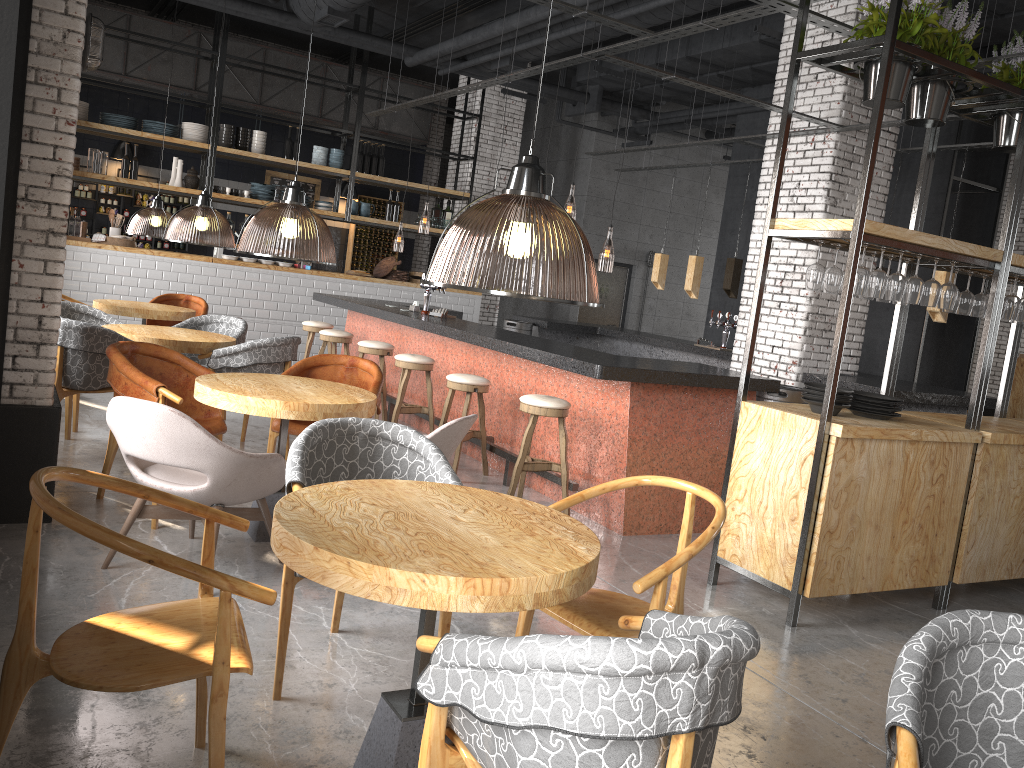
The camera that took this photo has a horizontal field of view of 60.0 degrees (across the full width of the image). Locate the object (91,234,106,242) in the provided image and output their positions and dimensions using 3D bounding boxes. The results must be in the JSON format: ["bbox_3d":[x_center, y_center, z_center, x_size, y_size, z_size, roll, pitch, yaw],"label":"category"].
[{"bbox_3d":[-4.951,-1.764,10.769,0.187,0.110,0.284,8,6,6],"label":"object"}]

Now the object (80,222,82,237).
[{"bbox_3d":[-5.258,-1.878,10.874,0.056,0.248,0.056,10,6,22],"label":"object"}]

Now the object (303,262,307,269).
[{"bbox_3d":[-2.787,-1.640,12.044,0.112,0.165,0.122,10,6,23],"label":"object"}]

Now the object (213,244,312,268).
[{"bbox_3d":[-3.380,-1.566,12.004,1.249,0.550,0.315,4,7,-30],"label":"object"}]

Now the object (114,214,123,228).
[{"bbox_3d":[-4.870,-1.916,10.934,0.137,0.369,0.033,10,6,26],"label":"object"}]

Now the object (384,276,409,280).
[{"bbox_3d":[-1.713,-1.550,12.875,0.458,0.019,0.407,7,7,-2],"label":"object"}]

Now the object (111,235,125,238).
[{"bbox_3d":[-4.799,-1.772,10.791,0.161,0.078,0.160,12,8,37],"label":"object"}]

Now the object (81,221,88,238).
[{"bbox_3d":[-5.173,-1.850,10.725,0.056,0.248,0.056,10,6,22],"label":"object"}]

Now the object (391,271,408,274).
[{"bbox_3d":[-1.700,-1.629,12.869,0.458,0.019,0.407,8,7,3],"label":"object"}]

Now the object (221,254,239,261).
[{"bbox_3d":[-3.647,-1.633,11.456,0.216,0.055,0.325,4,8,-30],"label":"object"}]

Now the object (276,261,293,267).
[{"bbox_3d":[-3.037,-1.593,11.806,0.216,0.060,0.325,4,8,-30],"label":"object"}]

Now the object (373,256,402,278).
[{"bbox_3d":[-1.797,-1.666,12.680,0.241,0.337,0.489,2,8,-44],"label":"object"}]

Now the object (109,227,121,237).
[{"bbox_3d":[-4.917,-1.832,10.979,0.129,0.204,0.129,8,6,5],"label":"object"}]

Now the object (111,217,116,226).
[{"bbox_3d":[-4.924,-1.898,10.952,0.052,0.328,0.072,9,6,15],"label":"object"}]

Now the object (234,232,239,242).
[{"bbox_3d":[-3.642,-1.928,11.695,0.080,0.163,0.032,11,6,31],"label":"object"}]

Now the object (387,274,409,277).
[{"bbox_3d":[-1.730,-1.582,12.842,0.406,0.019,0.459,6,7,-17],"label":"object"}]

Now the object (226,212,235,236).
[{"bbox_3d":[-3.753,-2.066,11.702,0.154,0.403,0.155,4,6,-31],"label":"object"}]

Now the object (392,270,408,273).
[{"bbox_3d":[-1.712,-1.646,12.856,0.407,0.019,0.458,10,7,16],"label":"object"}]

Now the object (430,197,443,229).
[{"bbox_3d":[-1.142,-2.625,13.495,0.156,0.553,0.106,5,6,-26],"label":"object"}]

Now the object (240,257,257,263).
[{"bbox_3d":[-3.440,-1.619,11.563,0.216,0.059,0.325,4,8,-30],"label":"object"}]

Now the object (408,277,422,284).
[{"bbox_3d":[-1.313,-1.525,13.061,0.437,0.097,0.438,7,7,-6],"label":"object"}]

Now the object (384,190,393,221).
[{"bbox_3d":[-1.809,-2.630,13.089,0.098,0.470,0.098,3,7,-42],"label":"object"}]

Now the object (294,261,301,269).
[{"bbox_3d":[-2.881,-1.638,11.924,0.122,0.165,0.112,8,6,3],"label":"object"}]

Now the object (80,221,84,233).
[{"bbox_3d":[-5.301,-1.893,10.949,0.056,0.248,0.056,10,6,22],"label":"object"}]

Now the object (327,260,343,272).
[{"bbox_3d":[-2.490,-1.665,12.427,0.170,0.168,0.181,13,8,39],"label":"object"}]

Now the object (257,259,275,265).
[{"bbox_3d":[-3.245,-1.607,11.703,0.216,0.055,0.325,4,8,-30],"label":"object"}]

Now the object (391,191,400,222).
[{"bbox_3d":[-1.716,-2.624,13.144,0.098,0.470,0.098,5,6,-23],"label":"object"}]

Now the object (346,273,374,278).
[{"bbox_3d":[-2.136,-1.536,12.543,0.407,0.019,0.459,9,7,11],"label":"object"}]

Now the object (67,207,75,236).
[{"bbox_3d":[-5.294,-1.932,10.651,0.070,0.367,0.107,4,6,-31],"label":"object"}]

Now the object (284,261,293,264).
[{"bbox_3d":[-2.958,-1.606,11.743,0.203,0.021,0.039,12,8,36],"label":"object"}]

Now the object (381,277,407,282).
[{"bbox_3d":[-1.713,-1.518,12.880,0.458,0.019,0.407,8,7,5],"label":"object"}]

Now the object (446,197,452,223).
[{"bbox_3d":[-0.985,-2.618,13.598,0.140,0.549,0.097,5,6,-26],"label":"object"}]

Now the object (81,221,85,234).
[{"bbox_3d":[-5.215,-1.864,10.800,0.056,0.248,0.056,10,6,22],"label":"object"}]

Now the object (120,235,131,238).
[{"bbox_3d":[-4.772,-1.787,10.951,0.160,0.078,0.161,10,7,22],"label":"object"}]

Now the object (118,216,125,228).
[{"bbox_3d":[-4.876,-1.918,10.986,0.123,0.358,0.076,6,6,-15],"label":"object"}]

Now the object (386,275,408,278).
[{"bbox_3d":[-1.717,-1.567,12.869,0.407,0.019,0.458,11,7,28],"label":"object"}]

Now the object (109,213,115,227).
[{"bbox_3d":[-4.951,-1.935,10.964,0.087,0.355,0.026,7,5,-8],"label":"object"}]

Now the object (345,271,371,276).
[{"bbox_3d":[-2.195,-1.563,12.558,0.276,0.019,0.515,5,7,-25],"label":"object"}]

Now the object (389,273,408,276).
[{"bbox_3d":[-1.721,-1.598,12.859,0.407,0.019,0.459,9,7,12],"label":"object"}]

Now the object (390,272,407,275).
[{"bbox_3d":[-1.696,-1.613,12.872,0.458,0.019,0.407,9,7,12],"label":"object"}]

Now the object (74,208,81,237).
[{"bbox_3d":[-5.238,-1.929,10.685,0.070,0.367,0.107,4,6,-31],"label":"object"}]

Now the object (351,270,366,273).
[{"bbox_3d":[-2.166,-1.586,12.458,0.172,0.010,0.369,5,7,-20],"label":"object"}]

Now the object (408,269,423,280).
[{"bbox_3d":[-1.303,-1.592,13.059,0.437,0.154,0.440,10,7,16],"label":"object"}]

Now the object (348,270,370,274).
[{"bbox_3d":[-2.189,-1.588,12.553,0.229,0.016,0.558,5,7,-24],"label":"object"}]

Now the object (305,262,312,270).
[{"bbox_3d":[-2.731,-1.631,11.929,0.128,0.189,0.123,5,6,-22],"label":"object"}]

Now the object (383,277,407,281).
[{"bbox_3d":[-1.693,-1.532,12.880,0.459,0.019,0.407,12,8,32],"label":"object"}]

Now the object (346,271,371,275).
[{"bbox_3d":[-2.197,-1.574,12.549,0.214,0.013,0.522,3,8,-34],"label":"object"}]

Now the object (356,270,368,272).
[{"bbox_3d":[-2.098,-1.582,12.419,0.184,0.011,0.255,7,7,-9],"label":"object"}]

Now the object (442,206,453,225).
[{"bbox_3d":[-0.997,-2.544,13.609,0.156,0.405,0.106,5,6,-26],"label":"object"}]

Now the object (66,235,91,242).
[{"bbox_3d":[-5.360,-1.775,10.761,0.411,0.050,0.412,4,8,-31],"label":"object"}]

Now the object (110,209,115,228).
[{"bbox_3d":[-4.949,-2.022,10.984,0.090,0.289,0.017,8,5,6],"label":"object"}]

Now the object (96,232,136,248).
[{"bbox_3d":[-4.866,-1.764,10.877,0.420,0.156,0.437,12,8,32],"label":"object"}]

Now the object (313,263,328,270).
[{"bbox_3d":[-2.641,-1.663,12.233,0.181,0.168,0.171,5,6,-21],"label":"object"}]

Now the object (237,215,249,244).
[{"bbox_3d":[-3.550,-2.051,11.812,0.154,0.403,0.155,4,6,-31],"label":"object"}]
